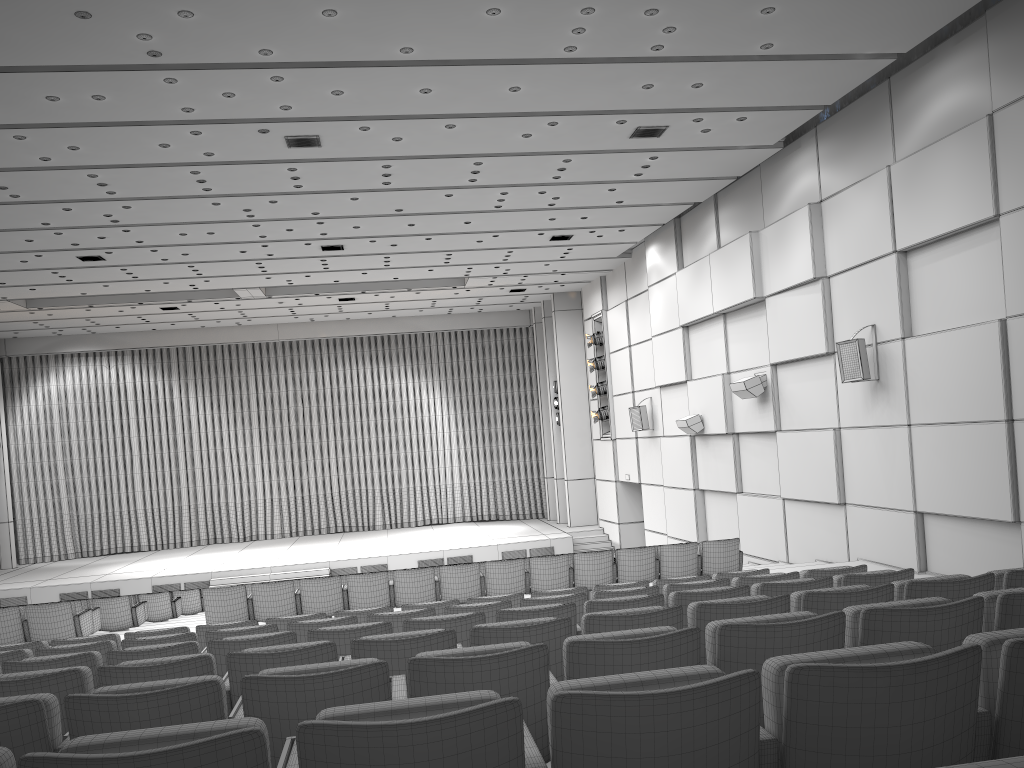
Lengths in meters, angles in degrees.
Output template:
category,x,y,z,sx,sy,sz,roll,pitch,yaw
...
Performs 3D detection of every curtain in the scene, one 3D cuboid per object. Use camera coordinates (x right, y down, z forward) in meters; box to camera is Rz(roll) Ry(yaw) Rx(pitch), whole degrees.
category,x,y,z,sx,sy,sz,roll,pitch,yaw
curtain,-6.912,1.595,27.755,16.119,6.519,1.431,-4,0,-8

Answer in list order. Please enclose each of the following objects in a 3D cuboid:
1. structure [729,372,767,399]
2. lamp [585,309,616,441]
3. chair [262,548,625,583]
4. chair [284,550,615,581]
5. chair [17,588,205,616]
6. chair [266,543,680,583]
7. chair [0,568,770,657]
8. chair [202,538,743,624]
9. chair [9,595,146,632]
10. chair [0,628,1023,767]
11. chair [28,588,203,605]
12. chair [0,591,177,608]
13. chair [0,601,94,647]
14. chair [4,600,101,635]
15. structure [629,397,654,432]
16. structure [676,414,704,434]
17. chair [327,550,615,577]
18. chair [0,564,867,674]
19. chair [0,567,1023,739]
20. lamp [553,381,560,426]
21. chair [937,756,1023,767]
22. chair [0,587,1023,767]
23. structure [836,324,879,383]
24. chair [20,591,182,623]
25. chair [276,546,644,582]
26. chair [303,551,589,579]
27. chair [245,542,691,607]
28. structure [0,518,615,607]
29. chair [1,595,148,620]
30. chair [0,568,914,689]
category,x,y,z,sx,sy,sz,roll,pitch,yaw
structure,3.935,0.029,14.652,0.470,0.417,0.521,-4,-2,-12
lamp,2.364,-0.197,23.022,0.754,3.339,1.023,-4,0,-12
chair,-0.910,3.385,15.274,6.595,0.621,0.613,-4,-1,-8
chair,-1.193,3.841,17.456,6.595,0.621,0.613,-4,-1,-8
chair,-9.069,4.367,16.350,6.595,0.621,0.613,-4,-1,-8
chair,-0.627,2.929,13.092,6.595,0.621,0.613,-4,-1,-8
chair,-4.194,2.380,7.118,13.191,0.621,0.613,-4,-1,-8
chair,-0.343,2.473,10.911,6.596,0.621,0.613,-4,-1,-8
chair,-8.502,3.455,11.986,6.595,0.621,0.613,-4,-1,-8
chair,-3.459,1.239,1.667,13.740,0.621,0.613,-4,-1,-8
chair,-9.160,4.592,17.454,6.046,0.621,0.613,-4,-1,-8
chair,-8.910,4.138,15.261,6.046,0.621,0.613,-4,-1,-8
chair,-8.218,2.999,9.804,6.595,0.621,0.613,-4,-1,-8
chair,-8.343,3.226,10.898,6.046,0.621,0.613,-4,-1,-8
structure,2.909,0.683,19.858,0.410,0.744,0.409,-5,0,39
structure,3.493,0.753,17.146,0.470,0.417,0.521,-4,-2,-11
chair,-1.035,3.612,16.367,6.046,0.621,0.613,-4,-1,-8
chair,-4.026,2.151,6.031,13.740,0.621,0.613,-4,-1,-8
chair,-3.742,1.695,3.849,13.740,0.621,0.613,-4,-1,-8
lamp,1.413,0.547,25.473,0.436,1.478,0.386,-4,0,-12
chair,-3.344,1.012,0.572,13.191,0.621,0.613,-4,-1,-8
chair,-3.627,1.468,2.754,13.191,0.621,0.613,-4,-1,-8
structure,4.538,-0.394,11.621,0.410,0.744,0.409,-5,0,39
chair,-8.785,3.911,14.168,6.595,0.621,0.613,-4,-1,-8
chair,-0.751,3.156,14.186,6.046,0.621,0.613,-4,-1,-8
chair,-1.284,4.066,18.560,6.046,0.621,0.613,-4,-1,-8
chair,-0.468,2.700,12.004,6.046,0.621,0.613,-4,-1,-8
structure,-6.152,5.044,24.687,17.807,0.845,8.334,-4,-3,-8
chair,-8.626,3.682,13.080,6.046,0.621,0.613,-4,-1,-8
chair,-3.911,1.924,4.936,13.191,0.621,0.613,-4,-1,-8
